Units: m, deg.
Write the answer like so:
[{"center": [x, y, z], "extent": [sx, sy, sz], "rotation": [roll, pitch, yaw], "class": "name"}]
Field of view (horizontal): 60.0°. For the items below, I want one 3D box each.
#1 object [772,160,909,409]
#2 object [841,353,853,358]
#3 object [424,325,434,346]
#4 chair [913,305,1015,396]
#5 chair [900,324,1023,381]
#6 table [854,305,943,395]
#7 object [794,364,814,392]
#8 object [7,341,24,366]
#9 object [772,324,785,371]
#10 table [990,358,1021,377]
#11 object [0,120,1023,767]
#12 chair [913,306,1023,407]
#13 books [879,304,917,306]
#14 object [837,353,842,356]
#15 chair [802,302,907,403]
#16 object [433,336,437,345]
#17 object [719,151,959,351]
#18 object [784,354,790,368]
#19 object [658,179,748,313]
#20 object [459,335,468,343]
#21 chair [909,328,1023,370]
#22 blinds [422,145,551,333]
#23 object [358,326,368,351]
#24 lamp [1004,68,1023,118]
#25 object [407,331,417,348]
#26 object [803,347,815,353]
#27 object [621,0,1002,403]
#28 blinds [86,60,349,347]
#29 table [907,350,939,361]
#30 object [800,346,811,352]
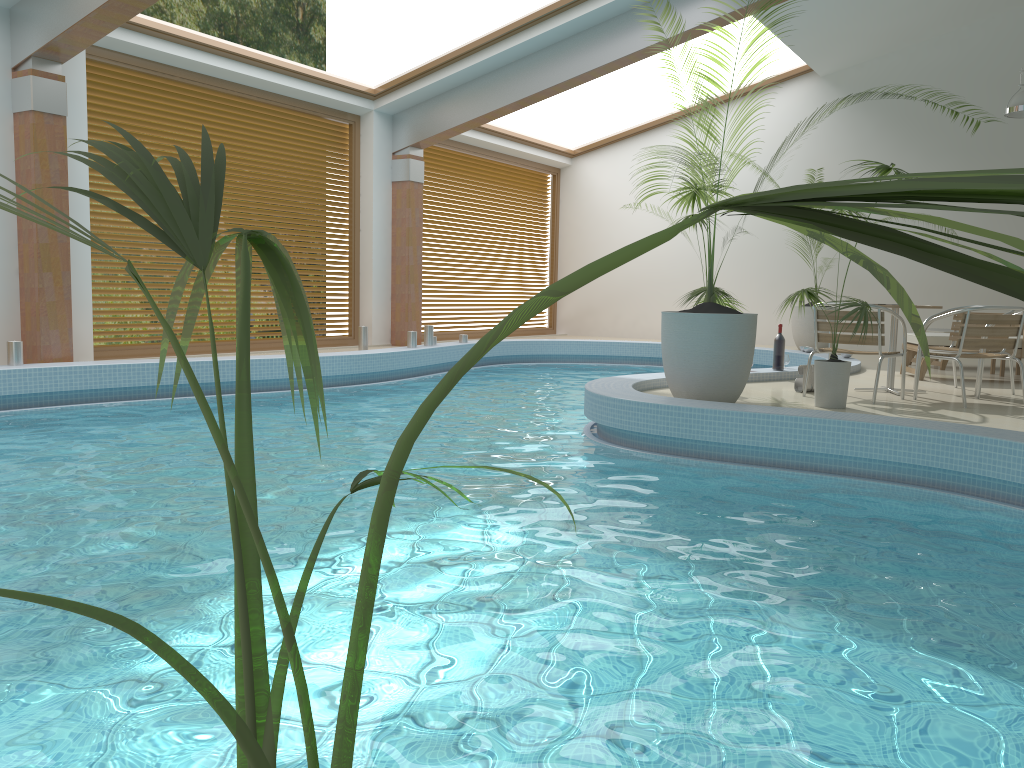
[{"center": [2.354, -0.677, 6.164], "extent": [0.791, 1.695, 1.059], "rotation": [-1, 6, -22], "class": "object"}, {"center": [3.896, -0.335, 10.322], "extent": [0.140, 0.069, 0.140], "rotation": [1, 6, 1], "class": "object"}, {"center": [-1.020, -0.592, 10.866], "extent": [0.115, 0.254, 0.115], "rotation": [-1, 6, -17], "class": "object"}, {"center": [3.822, -0.300, 7.469], "extent": [0.563, 0.727, 0.618], "rotation": [-2, 7, -25], "class": "chair"}, {"center": [4.908, -0.462, 8.646], "extent": [1.903, 0.866, 0.861], "rotation": [2, 6, 10], "class": "chair"}, {"center": [3.147, -0.290, 7.332], "extent": [0.700, 0.720, 0.700], "rotation": [-3, 8, -38], "class": "table"}, {"center": [2.434, -0.050, 7.272], "extent": [0.272, 0.223, 0.081], "rotation": [-3, 7, -38], "class": "object"}, {"center": [-4.036, -0.254, 7.203], "extent": [0.115, 0.204, 0.115], "rotation": [-1, 6, -17], "class": "object"}, {"center": [2.515, -0.347, 8.344], "extent": [0.109, 0.435, 0.109], "rotation": [-1, 6, -23], "class": "object"}, {"center": [5.222, -0.213, 9.283], "extent": [0.283, 0.255, 0.320], "rotation": [2, 6, 10], "class": "table"}, {"center": [-0.125, 0.057, 0.387], "extent": [1.067, 1.310, 0.822], "rotation": [-1, 6, -18], "class": "object"}, {"center": [3.461, -0.226, 6.675], "extent": [0.618, 0.727, 0.563], "rotation": [0, 6, -15], "class": "chair"}, {"center": [3.131, -0.642, 7.207], "extent": [0.241, 0.004, 0.166], "rotation": [-1, 6, -17], "class": "books"}, {"center": [4.232, -0.355, 11.355], "extent": [0.140, 0.069, 0.140], "rotation": [1, 6, 1], "class": "object"}, {"center": [2.660, -0.263, 6.863], "extent": [0.618, 0.727, 0.563], "rotation": [7, 8, 44], "class": "chair"}, {"center": [-1.000, -0.543, 11.111], "extent": [0.115, 0.107, 0.115], "rotation": [0, 6, -9], "class": "object"}, {"center": [4.551, -1.948, 12.735], "extent": [2.979, 2.960, 2.729], "rotation": [1, 6, -3], "class": "object"}, {"center": [2.657, -0.225, 8.655], "extent": [0.102, 0.137, 0.102], "rotation": [6, 8, 41], "class": "object"}, {"center": [1.519, -0.796, 7.148], "extent": [0.791, 1.695, 1.059], "rotation": [3, 6, 19], "class": "object"}, {"center": [-0.641, -0.597, 11.719], "extent": [0.115, 0.107, 0.115], "rotation": [0, 6, -9], "class": "object"}, {"center": [5.685, -0.610, 10.249], "extent": [1.903, 0.866, 0.861], "rotation": [1, 6, -6], "class": "chair"}, {"center": [-0.527, -2.240, 14.557], "extent": [0.095, 2.921, 4.414], "rotation": [5, 7, 32], "class": "blinds"}, {"center": [-1.763, -0.524, 10.516], "extent": [0.115, 0.320, 0.115], "rotation": [0, 6, -9], "class": "object"}, {"center": [5.943, -4.065, 10.057], "extent": [0.506, 1.958, 0.505], "rotation": [5, 7, 32], "class": "lamp"}, {"center": [-1.179, -0.524, 10.468], "extent": [0.115, 0.194, 0.115], "rotation": [-1, 6, -17], "class": "object"}, {"center": [3.754, -0.432, 11.224], "extent": [0.140, 0.069, 0.140], "rotation": [1, 6, 1], "class": "object"}, {"center": [1.476, -1.351, 6.304], "extent": [2.729, 2.960, 2.979], "rotation": [-4, 8, -40], "class": "object"}, {"center": [-3.299, -1.850, 10.188], "extent": [0.095, 2.921, 4.200], "rotation": [5, 7, 32], "class": "blinds"}, {"center": [5.130, -0.404, 11.116], "extent": [0.283, 0.255, 0.320], "rotation": [1, 6, -6], "class": "table"}, {"center": [3.770, -0.450, 11.405], "extent": [0.140, 0.069, 0.140], "rotation": [1, 6, 1], "class": "object"}]
